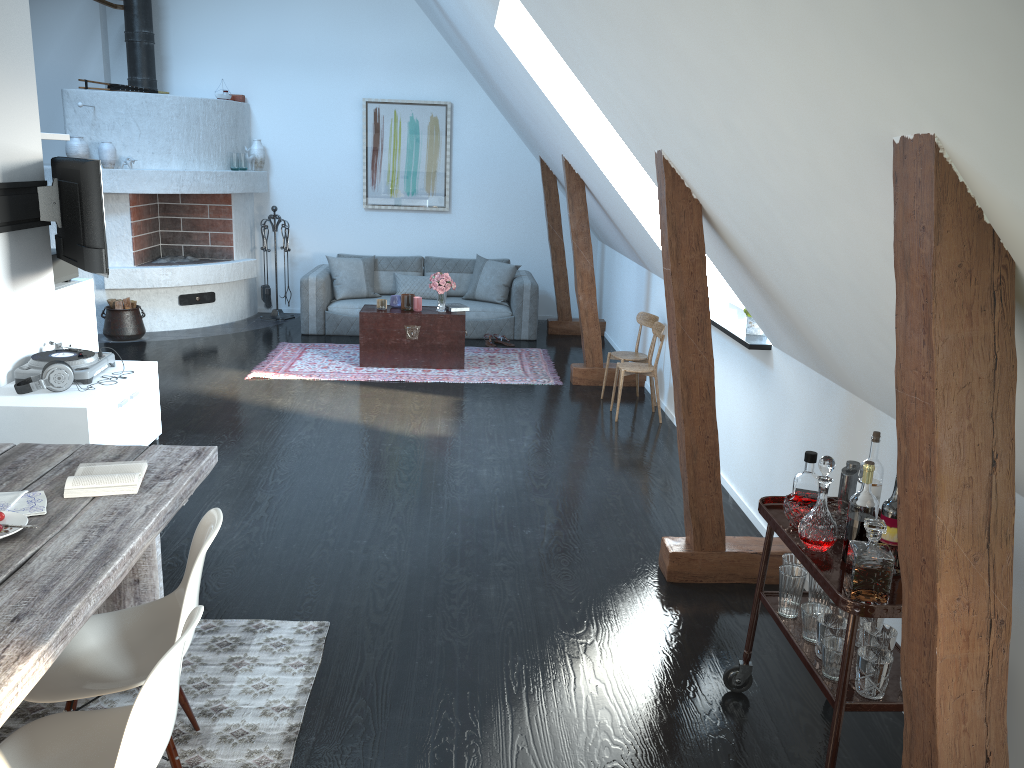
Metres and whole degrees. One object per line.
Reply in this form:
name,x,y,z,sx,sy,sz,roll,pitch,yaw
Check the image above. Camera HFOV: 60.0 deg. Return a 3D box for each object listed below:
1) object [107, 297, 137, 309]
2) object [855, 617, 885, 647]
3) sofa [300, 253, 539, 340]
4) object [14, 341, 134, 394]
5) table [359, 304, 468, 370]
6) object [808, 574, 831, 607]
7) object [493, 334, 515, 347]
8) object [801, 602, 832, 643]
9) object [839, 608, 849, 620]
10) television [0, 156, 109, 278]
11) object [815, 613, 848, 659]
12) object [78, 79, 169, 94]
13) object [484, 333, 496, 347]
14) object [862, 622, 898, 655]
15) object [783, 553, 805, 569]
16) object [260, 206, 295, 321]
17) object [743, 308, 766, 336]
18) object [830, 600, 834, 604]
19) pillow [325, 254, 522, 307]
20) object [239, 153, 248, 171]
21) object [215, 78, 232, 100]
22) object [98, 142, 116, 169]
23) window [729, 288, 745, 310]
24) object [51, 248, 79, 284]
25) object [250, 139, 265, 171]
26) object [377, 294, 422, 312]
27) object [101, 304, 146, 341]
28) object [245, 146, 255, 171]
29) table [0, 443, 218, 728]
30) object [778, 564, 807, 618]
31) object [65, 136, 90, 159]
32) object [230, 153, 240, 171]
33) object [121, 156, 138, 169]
object,-3.766,-0.669,8.547,0.240,0.370,0.270,1,14,-4
object,1.082,0.740,2.704,0.095,0.119,0.095,-10,19,-40
sofa,-0.966,-0.976,9.567,2.458,0.770,1.107,1,14,-3
object,-2.486,-0.103,5.023,0.558,0.162,0.742,1,14,-6
table,-0.880,-0.425,7.938,0.962,0.492,0.471,1,14,-3
object,1.004,0.673,2.889,0.087,0.155,0.087,-6,16,-30
object,-0.072,-0.446,8.967,0.277,0.090,0.101,15,19,42
object,0.933,0.738,2.733,0.092,0.099,0.092,-5,16,-25
object,1.075,0.724,2.810,0.092,0.099,0.092,-5,16,-25
television,-2.727,-0.957,5.041,0.537,0.652,1.005,-9,18,-37
object,0.945,0.754,2.627,0.095,0.119,0.095,-10,19,-40
object,-3.729,-2.858,8.543,0.783,0.094,0.311,-2,15,-17
object,-0.227,-0.441,8.925,0.101,0.090,0.277,-2,15,-15
object,1.066,0.769,2.586,0.095,0.119,0.095,-10,19,-40
object,0.940,0.652,2.960,0.087,0.155,0.087,-6,16,-30
object,-2.616,-1.344,9.827,0.376,1.245,0.376,-4,15,-23
object,1.263,-0.497,4.698,0.309,0.461,0.131,6,15,14
object,1.102,0.657,2.967,0.087,0.155,0.087,-6,16,-30
pillow,-0.935,-1.123,9.431,2.075,0.515,0.444,1,14,-3
object,-2.858,-2.358,9.415,0.092,0.180,0.092,7,15,19
object,-3.043,-3.100,9.337,0.066,0.221,0.231,9,16,26
object,-3.824,-2.149,8.387,0.158,0.274,0.158,12,17,34
window,-1.262,-2.051,2.754,5.959,4.249,8.018,1,14,-3
object,-3.092,-0.741,5.665,0.435,0.211,0.496,1,14,-4
object,-2.789,-2.493,9.720,0.165,0.368,0.165,-6,16,-30
object,-0.986,-0.736,7.892,0.413,0.138,0.215,4,14,8
object,-3.758,-0.593,8.585,0.384,0.313,0.384,8,15,22
object,-2.822,-2.429,9.549,0.081,0.258,0.150,10,16,29
table,-1.565,0.876,2.050,1.141,0.788,2.421,1,14,-3
object,0.902,0.674,2.870,0.087,0.155,0.087,-6,16,-30
object,-4.081,-2.165,8.335,0.203,0.314,0.203,-3,15,-19
object,-2.895,-2.321,9.262,0.092,0.180,0.092,8,15,24
object,-3.656,-2.116,8.471,0.161,0.114,0.064,2,14,-1
